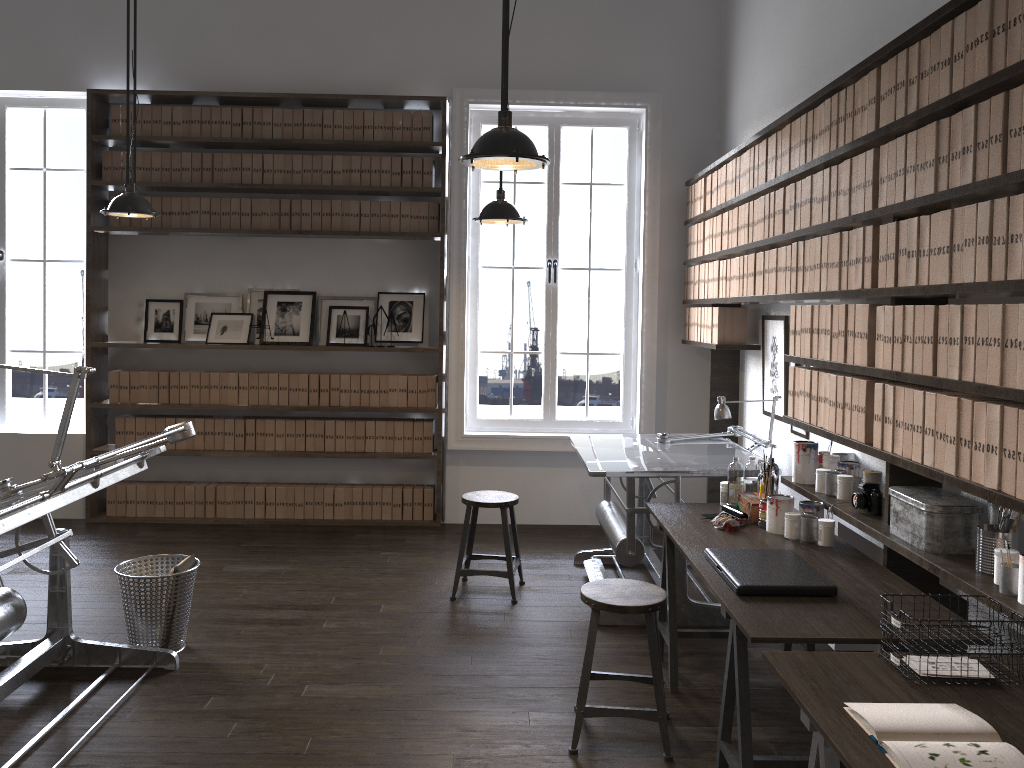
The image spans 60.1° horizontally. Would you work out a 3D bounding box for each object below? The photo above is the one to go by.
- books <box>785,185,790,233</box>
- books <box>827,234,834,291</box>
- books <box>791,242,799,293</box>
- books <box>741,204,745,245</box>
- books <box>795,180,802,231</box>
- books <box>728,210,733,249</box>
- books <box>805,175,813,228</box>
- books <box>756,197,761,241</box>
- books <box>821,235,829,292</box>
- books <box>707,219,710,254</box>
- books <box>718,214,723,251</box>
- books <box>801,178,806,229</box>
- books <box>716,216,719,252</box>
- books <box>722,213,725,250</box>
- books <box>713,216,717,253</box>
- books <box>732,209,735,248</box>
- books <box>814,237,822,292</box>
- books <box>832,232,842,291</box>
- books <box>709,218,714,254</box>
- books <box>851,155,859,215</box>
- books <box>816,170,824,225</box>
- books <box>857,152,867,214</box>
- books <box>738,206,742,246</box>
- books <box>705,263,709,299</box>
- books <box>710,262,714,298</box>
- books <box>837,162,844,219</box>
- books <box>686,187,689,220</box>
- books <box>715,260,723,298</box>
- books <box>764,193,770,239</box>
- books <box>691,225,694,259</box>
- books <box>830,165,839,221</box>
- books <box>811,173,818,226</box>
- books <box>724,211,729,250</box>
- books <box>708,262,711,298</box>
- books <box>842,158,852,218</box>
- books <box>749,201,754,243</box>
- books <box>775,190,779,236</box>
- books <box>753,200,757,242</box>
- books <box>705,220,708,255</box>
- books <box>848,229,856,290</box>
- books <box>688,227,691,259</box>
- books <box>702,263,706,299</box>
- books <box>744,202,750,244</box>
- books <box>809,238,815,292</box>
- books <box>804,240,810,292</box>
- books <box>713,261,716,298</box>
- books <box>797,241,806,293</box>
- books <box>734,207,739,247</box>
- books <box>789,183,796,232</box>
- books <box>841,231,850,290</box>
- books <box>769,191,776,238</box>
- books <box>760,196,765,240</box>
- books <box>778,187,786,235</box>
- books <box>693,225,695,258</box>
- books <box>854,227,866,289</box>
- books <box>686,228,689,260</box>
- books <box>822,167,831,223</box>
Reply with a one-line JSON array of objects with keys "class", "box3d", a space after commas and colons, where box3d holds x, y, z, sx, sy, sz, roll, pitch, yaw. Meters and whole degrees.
[{"class": "books", "box3d": [1.338, -0.788, 4.025, 0.174, 0.225, 0.067, 1, 2, -1]}, {"class": "books", "box3d": [1.342, -0.476, 3.489, 0.174, 0.225, 0.067, 1, 2, -1]}, {"class": "books", "box3d": [1.329, -0.510, 3.907, 0.174, 0.225, 0.067, 1, 2, -1]}, {"class": "books", "box3d": [1.322, -0.846, 4.740, 0.174, 0.225, 0.067, 1, 2, -1]}, {"class": "books", "box3d": [1.340, -0.776, 3.883, 0.174, 0.225, 0.067, 1, 2, -1]}, {"class": "books", "box3d": [1.320, -0.868, 5.008, 0.174, 0.225, 0.067, 1, 2, -1]}, {"class": "books", "box3d": [1.337, -0.765, 3.745, 0.174, 0.225, 0.067, 1, 2, -1]}, {"class": "books", "box3d": [1.327, -0.823, 4.458, 0.174, 0.225, 0.067, 1, 2, -1]}, {"class": "books", "box3d": [1.339, -0.481, 3.552, 0.174, 0.225, 0.067, 1, 2, -1]}, {"class": "books", "box3d": [1.305, -0.908, 5.500, 0.174, 0.225, 0.067, 1, 2, -1]}, {"class": "books", "box3d": [1.311, -0.886, 5.225, 0.174, 0.225, 0.067, 1, 2, -1]}, {"class": "books", "box3d": [1.342, -0.770, 3.813, 0.174, 0.225, 0.067, 1, 2, -1]}, {"class": "books", "box3d": [1.315, -0.892, 5.299, 0.174, 0.225, 0.067, 1, 2, -1]}, {"class": "books", "box3d": [1.318, -0.880, 5.150, 0.174, 0.225, 0.067, 1, 2, -1]}, {"class": "books", "box3d": [1.312, -0.897, 5.364, 0.174, 0.225, 0.067, 1, 2, -1]}, {"class": "books", "box3d": [1.321, -0.862, 4.937, 0.174, 0.225, 0.067, 1, 2, -1]}, {"class": "books", "box3d": [1.336, -0.487, 3.625, 0.174, 0.225, 0.067, 1, 2, -1]}, {"class": "books", "box3d": [1.338, -0.470, 3.423, 0.174, 0.225, 0.067, 1, 2, -1]}, {"class": "books", "box3d": [1.306, -0.902, 5.427, 0.174, 0.225, 0.067, 1, 2, -1]}, {"class": "books", "box3d": [1.350, -0.726, 3.267, 0.174, 0.225, 0.067, 1, 2, -1]}, {"class": "books", "box3d": [1.342, -0.754, 3.616, 0.174, 0.225, 0.067, 1, 2, -1]}, {"class": "books", "box3d": [1.350, -0.720, 3.204, 0.174, 0.225, 0.067, 1, 2, -1]}, {"class": "books", "box3d": [1.323, -0.851, 4.803, 0.174, 0.225, 0.067, 1, 2, -1]}, {"class": "books", "box3d": [1.303, -0.644, 5.548, 0.174, 0.225, 0.067, 1, 2, -1]}, {"class": "books", "box3d": [1.308, -0.633, 5.408, 0.174, 0.225, 0.067, 1, 2, -1]}, {"class": "books", "box3d": [1.350, -0.737, 3.403, 0.174, 0.225, 0.067, 1, 2, -1]}, {"class": "books", "box3d": [1.298, -1.242, 6.119, 0.174, 0.225, 0.067, 1, 2, -1]}, {"class": "books", "box3d": [1.305, -0.621, 5.270, 0.174, 0.225, 0.067, 1, 2, -1]}, {"class": "books", "box3d": [1.326, -0.811, 4.313, 0.174, 0.225, 0.067, 1, 2, -1]}, {"class": "books", "box3d": [1.300, -0.953, 5.975, 0.174, 0.225, 0.067, 1, 2, -1]}, {"class": "books", "box3d": [1.347, -0.743, 3.473, 0.174, 0.225, 0.067, 1, 2, -1]}, {"class": "books", "box3d": [1.343, -0.759, 3.678, 0.174, 0.225, 0.067, 1, 2, -1]}, {"class": "books", "box3d": [1.315, -0.874, 5.079, 0.174, 0.225, 0.067, 1, 2, -1]}, {"class": "books", "box3d": [1.308, -0.638, 5.478, 0.174, 0.225, 0.067, 1, 2, -1]}, {"class": "books", "box3d": [1.344, -0.731, 3.333, 0.174, 0.225, 0.067, 1, 2, -1]}, {"class": "books", "box3d": [1.327, -0.834, 4.598, 0.174, 0.225, 0.067, 1, 2, -1]}, {"class": "books", "box3d": [1.336, -0.800, 4.174, 0.174, 0.225, 0.067, 1, 2, -1]}, {"class": "books", "box3d": [1.330, -0.829, 4.528, 0.174, 0.225, 0.067, 1, 2, -1]}, {"class": "books", "box3d": [1.307, -0.914, 5.572, 0.174, 0.225, 0.067, 1, 2, -1]}, {"class": "books", "box3d": [1.347, -0.459, 3.284, 0.174, 0.225, 0.067, 1, 2, -1]}, {"class": "books", "box3d": [1.297, -0.959, 6.047, 0.174, 0.225, 0.067, 1, 2, -1]}, {"class": "books", "box3d": [1.298, -0.650, 5.620, 0.174, 0.225, 0.067, 1, 2, -1]}, {"class": "books", "box3d": [1.321, -0.840, 4.668, 0.174, 0.225, 0.067, 1, 2, -1]}, {"class": "books", "box3d": [1.339, -0.493, 3.695, 0.174, 0.225, 0.067, 1, 2, -1]}, {"class": "books", "box3d": [1.339, -0.498, 3.765, 0.174, 0.225, 0.067, 1, 2, -1]}, {"class": "books", "box3d": [1.308, -0.627, 5.334, 0.174, 0.225, 0.067, 1, 2, -1]}, {"class": "books", "box3d": [1.334, -0.504, 3.834, 0.174, 0.225, 0.067, 1, 2, -1]}, {"class": "books", "box3d": [1.317, -0.857, 4.870, 0.174, 0.225, 0.067, 1, 2, -1]}, {"class": "books", "box3d": [1.335, -0.782, 3.954, 0.174, 0.225, 0.067, 1, 2, -1]}, {"class": "books", "box3d": [1.345, -0.465, 3.355, 0.174, 0.225, 0.067, 1, 2, -1]}, {"class": "books", "box3d": [1.332, -0.806, 4.250, 0.174, 0.225, 0.067, 1, 2, -1]}, {"class": "books", "box3d": [1.325, -0.817, 4.385, 0.174, 0.225, 0.067, 1, 2, -1]}, {"class": "books", "box3d": [1.331, -0.794, 4.100, 0.174, 0.225, 0.067, 1, 2, -1]}, {"class": "books", "box3d": [1.303, -0.948, 5.912, 0.174, 0.225, 0.067, 1, 2, -1]}, {"class": "books", "box3d": [1.344, -0.453, 3.213, 0.174, 0.225, 0.067, 1, 2, -1]}, {"class": "books", "box3d": [1.299, -0.964, 6.118, 0.174, 0.225, 0.067, 1, 2, -1]}, {"class": "books", "box3d": [1.342, -0.748, 3.543, 0.174, 0.225, 0.067, 1, 2, -1]}]
